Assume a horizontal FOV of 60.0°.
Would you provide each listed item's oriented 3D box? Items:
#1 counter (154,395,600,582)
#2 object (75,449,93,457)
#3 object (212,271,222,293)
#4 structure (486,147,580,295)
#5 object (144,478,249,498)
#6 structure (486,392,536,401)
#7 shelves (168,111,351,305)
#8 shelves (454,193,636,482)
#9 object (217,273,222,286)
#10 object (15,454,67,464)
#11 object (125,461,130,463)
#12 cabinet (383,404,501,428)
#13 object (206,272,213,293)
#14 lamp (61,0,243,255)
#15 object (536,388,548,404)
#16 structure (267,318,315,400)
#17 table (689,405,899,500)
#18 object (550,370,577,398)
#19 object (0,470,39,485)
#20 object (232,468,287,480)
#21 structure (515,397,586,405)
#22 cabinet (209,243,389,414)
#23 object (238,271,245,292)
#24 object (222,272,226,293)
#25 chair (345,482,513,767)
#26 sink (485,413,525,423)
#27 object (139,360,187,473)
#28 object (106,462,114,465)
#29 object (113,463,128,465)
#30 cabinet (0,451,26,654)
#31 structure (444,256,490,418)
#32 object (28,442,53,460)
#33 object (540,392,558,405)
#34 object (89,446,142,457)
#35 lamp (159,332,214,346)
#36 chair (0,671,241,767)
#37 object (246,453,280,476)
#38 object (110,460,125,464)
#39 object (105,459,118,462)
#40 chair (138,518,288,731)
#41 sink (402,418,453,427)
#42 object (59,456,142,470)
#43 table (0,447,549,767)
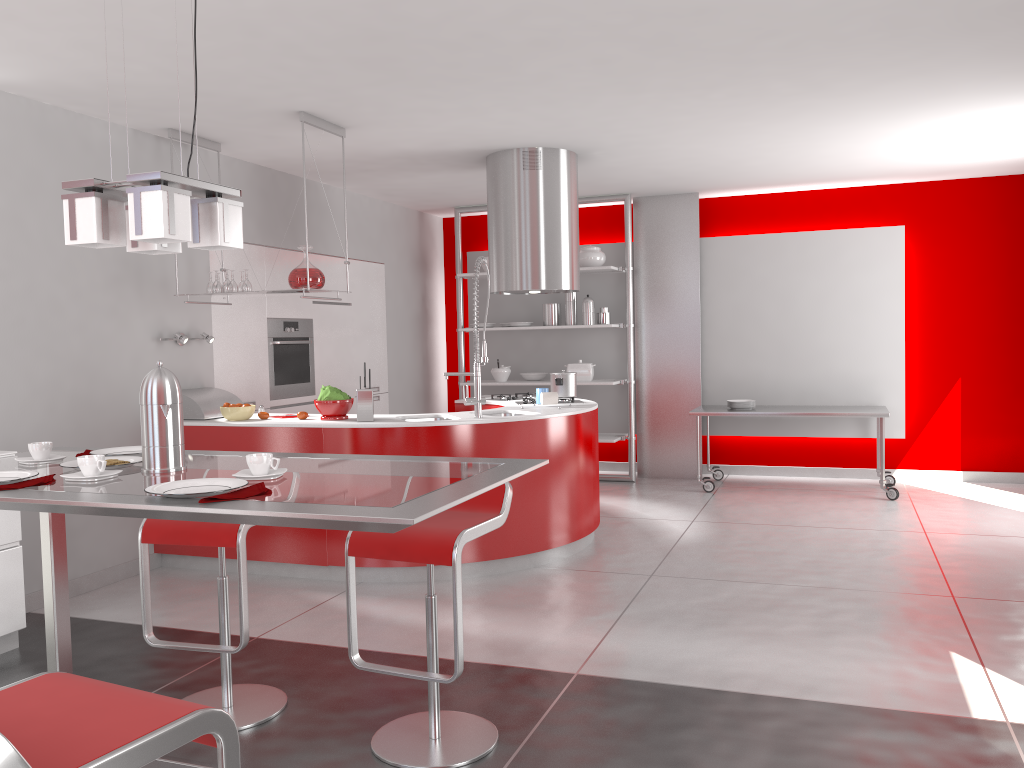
[{"bbox_3d":[-0.647,0.611,5.663,2.865,0.880,1.868,-3,4,-36],"label":"counter"},{"bbox_3d":[-1.277,0.208,2.717,0.095,0.012,0.234,0,3,20],"label":"object"},{"bbox_3d":[-1.768,-0.606,5.308,0.060,0.141,0.060,-1,3,-3],"label":"object"},{"bbox_3d":[0.150,-1.124,6.282,0.644,0.958,0.644,-2,3,-14],"label":"structure"},{"bbox_3d":[-0.691,0.231,1.949,0.217,0.015,0.217,1,4,44],"label":"object"},{"bbox_3d":[0.045,0.090,6.569,0.457,0.037,0.303,-4,4,-40],"label":"structure"},{"bbox_3d":[-1.494,-1.001,5.274,0.934,1.023,0.462,0,3,20],"label":"shelves"},{"bbox_3d":[0.286,-0.403,8.289,1.735,2.599,0.535,0,3,20],"label":"shelves"},{"bbox_3d":[-1.808,-0.613,5.466,0.060,0.141,0.060,0,3,20],"label":"object"},{"bbox_3d":[-1.347,0.217,2.537,0.119,0.016,0.119,1,4,40],"label":"object"},{"bbox_3d":[-1.076,0.216,2.443,0.036,0.006,0.034,0,3,20],"label":"object"},{"bbox_3d":[-0.887,0.578,5.793,1.875,0.761,1.025,-3,3,-25],"label":"cabinet"},{"bbox_3d":[-1.828,-0.609,5.383,0.060,0.141,0.060,0,3,20],"label":"object"},{"bbox_3d":[-0.913,-0.860,2.232,0.304,1.025,0.304,0,3,20],"label":"lamp"},{"bbox_3d":[0.195,0.077,5.754,0.080,0.100,0.109,-2,3,-7],"label":"object"},{"bbox_3d":[-1.641,-0.194,6.674,0.050,0.589,0.599,0,3,20],"label":"structure"},{"bbox_3d":[2.365,0.549,7.480,1.627,0.682,0.749,0,3,21],"label":"table"},{"bbox_3d":[0.354,-0.003,6.079,0.189,0.185,0.218,-2,3,-18],"label":"object"},{"bbox_3d":[-1.272,0.234,2.156,0.217,0.015,0.217,-2,3,-4],"label":"object"},{"bbox_3d":[-0.610,0.220,2.147,0.119,0.016,0.119,-1,3,0],"label":"object"},{"bbox_3d":[0.257,0.110,6.079,0.457,0.037,0.303,-2,3,-5],"label":"structure"},{"bbox_3d":[-1.830,-0.006,7.075,0.614,2.026,2.398,0,3,20],"label":"cabinet"},{"bbox_3d":[-1.639,-0.614,5.397,0.060,0.141,0.060,0,3,20],"label":"object"},{"bbox_3d":[-1.739,-0.612,5.408,0.060,0.141,0.060,0,3,20],"label":"object"},{"bbox_3d":[-0.255,0.751,2.935,0.418,0.857,0.460,0,3,25],"label":"chair"},{"bbox_3d":[-0.042,0.280,5.321,0.326,0.172,0.428,-3,3,-31],"label":"sink"},{"bbox_3d":[-0.927,0.081,2.318,0.149,0.287,0.113,0,3,28],"label":"object"},{"bbox_3d":[-1.088,0.214,2.373,0.034,0.006,0.036,0,3,32],"label":"object"},{"bbox_3d":[-1.059,0.218,2.401,0.034,0.006,0.036,1,4,42],"label":"object"},{"bbox_3d":[-2.758,0.785,3.177,0.610,0.880,1.802,0,3,20],"label":"cabinet"},{"bbox_3d":[-0.223,-0.269,5.056,0.308,0.920,0.178,-3,3,-26],"label":"structure"},{"bbox_3d":[-1.355,0.193,2.539,0.078,0.049,0.062,0,3,20],"label":"object"},{"bbox_3d":[0.234,0.091,5.630,0.100,0.080,0.109,-2,3,-10],"label":"object"},{"bbox_3d":[-1.150,0.205,2.663,0.217,0.015,0.217,-3,3,-33],"label":"object"},{"bbox_3d":[-2.000,-0.280,5.514,0.155,0.081,0.454,0,3,20],"label":"lamp"},{"bbox_3d":[-0.725,0.839,1.400,0.418,0.857,0.460,0,3,28],"label":"chair"},{"bbox_3d":[-0.604,0.196,2.140,0.078,0.049,0.062,1,4,43],"label":"object"},{"bbox_3d":[-1.074,0.212,2.412,0.036,0.006,0.034,1,4,44],"label":"object"},{"bbox_3d":[-1.106,0.211,2.441,0.034,0.006,0.036,-1,3,8],"label":"object"},{"bbox_3d":[-1.038,0.754,3.228,0.418,0.857,0.460,-1,3,15],"label":"chair"},{"bbox_3d":[-0.484,0.300,5.117,0.326,0.172,0.428,-2,3,-19],"label":"sink"},{"bbox_3d":[-1.106,0.217,2.405,0.217,0.015,0.217,-3,3,-32],"label":"object"},{"bbox_3d":[-0.826,0.725,2.292,1.700,1.000,0.800,0,3,20],"label":"table"}]
